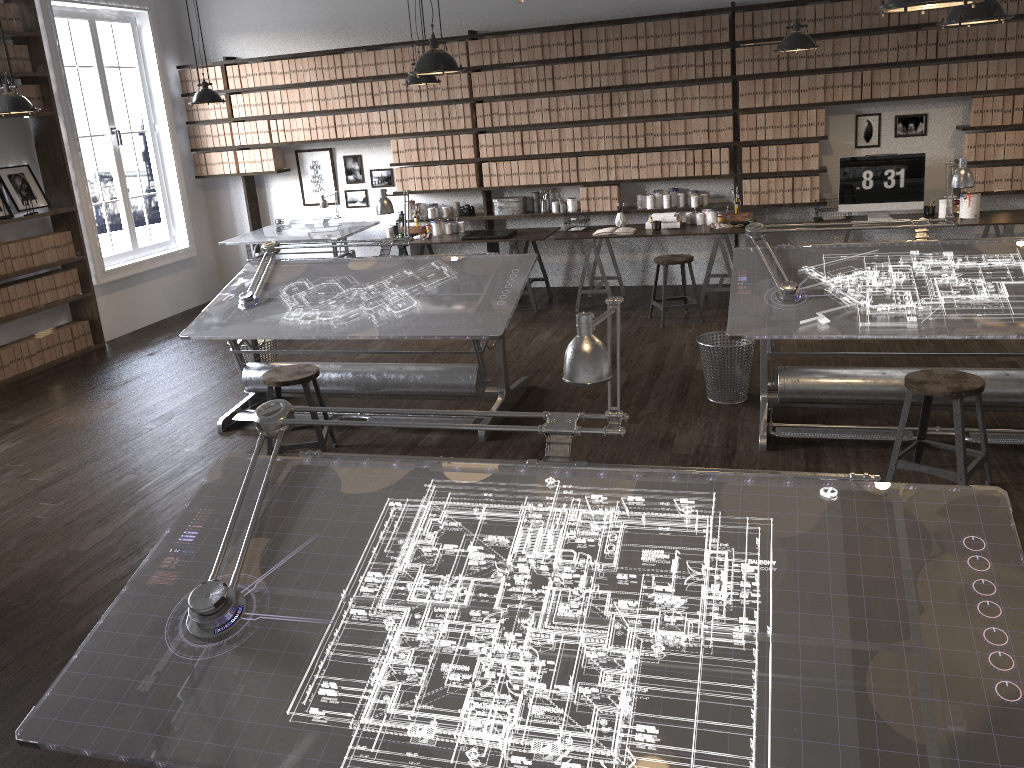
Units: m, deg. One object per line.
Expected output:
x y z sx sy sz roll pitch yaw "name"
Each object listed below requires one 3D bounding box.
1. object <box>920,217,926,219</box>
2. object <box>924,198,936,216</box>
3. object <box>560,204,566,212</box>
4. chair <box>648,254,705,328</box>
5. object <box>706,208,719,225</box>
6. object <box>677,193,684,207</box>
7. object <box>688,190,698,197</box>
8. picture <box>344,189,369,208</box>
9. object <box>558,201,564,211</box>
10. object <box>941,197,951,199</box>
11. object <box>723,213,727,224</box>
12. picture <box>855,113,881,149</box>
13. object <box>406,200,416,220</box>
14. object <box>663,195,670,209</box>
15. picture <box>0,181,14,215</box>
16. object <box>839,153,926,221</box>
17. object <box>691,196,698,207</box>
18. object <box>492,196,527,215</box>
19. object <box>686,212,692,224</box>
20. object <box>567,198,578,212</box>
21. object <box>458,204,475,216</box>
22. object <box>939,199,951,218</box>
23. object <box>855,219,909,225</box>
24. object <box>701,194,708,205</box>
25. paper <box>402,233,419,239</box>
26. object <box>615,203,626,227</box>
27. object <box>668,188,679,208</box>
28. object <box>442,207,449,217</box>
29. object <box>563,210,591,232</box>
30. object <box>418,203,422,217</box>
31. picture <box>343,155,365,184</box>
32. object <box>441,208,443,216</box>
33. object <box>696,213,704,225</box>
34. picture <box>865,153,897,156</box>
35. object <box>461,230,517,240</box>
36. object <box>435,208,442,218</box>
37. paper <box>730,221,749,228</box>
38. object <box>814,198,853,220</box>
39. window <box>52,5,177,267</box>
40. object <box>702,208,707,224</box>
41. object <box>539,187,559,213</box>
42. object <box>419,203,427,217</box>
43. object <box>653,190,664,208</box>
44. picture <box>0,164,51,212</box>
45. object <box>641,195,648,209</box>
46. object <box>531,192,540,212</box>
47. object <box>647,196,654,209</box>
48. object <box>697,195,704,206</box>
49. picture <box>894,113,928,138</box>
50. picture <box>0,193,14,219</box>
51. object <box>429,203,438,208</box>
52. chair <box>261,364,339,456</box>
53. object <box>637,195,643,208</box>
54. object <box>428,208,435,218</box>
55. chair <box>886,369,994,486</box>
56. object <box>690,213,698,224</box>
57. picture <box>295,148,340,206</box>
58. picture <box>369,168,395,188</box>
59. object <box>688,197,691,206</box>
3.245 -1.297 6.989 0.059 0.028 0.108 0 18 14 "object"
3.416 -1.446 7.237 0.096 0.140 0.093 -6 16 -3 "object"
0.504 -1.663 8.303 0.062 0.092 0.183 5 20 30 "object"
1.321 -0.765 7.189 0.372 0.521 0.363 -7 16 -9 "chair"
1.738 -1.448 7.667 0.105 0.140 0.105 3 18 24 "object"
1.519 -1.654 7.967 0.062 0.118 0.062 -9 16 -13 "object"
1.640 -1.682 8.014 0.094 0.128 0.096 -3 16 5 "object"
-1.583 -1.890 9.026 0.251 0.181 0.023 1 16 17 "picture"
0.467 -1.672 8.330 0.063 0.092 0.064 -11 17 -19 "object"
3.513 -1.429 7.154 0.097 0.141 0.097 6 19 33 "object"
1.835 -1.431 7.670 0.060 0.087 0.060 2 17 21 "object"
3.025 -2.152 7.529 0.201 0.281 0.022 0 16 16 "picture"
-0.994 -1.703 8.671 0.106 0.174 0.109 1 17 19 "object"
1.387 -1.634 7.938 0.062 0.118 0.062 -9 16 -13 "object"
-4.207 -1.479 7.047 0.095 0.356 0.440 0 17 17 "picture"
3.010 -1.608 7.232 0.643 0.511 0.207 1 16 17 "object"
1.622 -1.618 7.861 0.062 0.094 0.062 -18 21 -39 "object"
-0.016 -1.699 8.442 0.317 0.150 0.195 1 18 16 "object"
1.567 -1.467 7.830 0.062 0.093 0.062 -14 19 -30 "object"
0.560 -1.665 8.242 0.095 0.126 0.095 2 18 23 "object"
-0.445 -1.673 8.540 0.171 0.107 0.092 1 17 17 "object"
3.457 -1.397 7.066 0.095 0.142 0.095 10 22 42 "object"
2.945 -1.290 7.069 0.439 0.017 0.120 -1 18 12 "object"
1.725 -1.653 7.945 0.062 0.094 0.062 -18 21 -39 "object"
-0.964 -1.388 8.333 0.155 0.038 0.139 -4 18 3 "paper"
0.977 -1.524 7.987 0.102 0.206 0.102 -13 18 -26 "object"
1.458 -1.681 8.014 0.094 0.159 0.208 1 18 18 "object"
-0.649 -1.672 8.617 0.062 0.093 0.062 -4 16 3 "object"
0.589 -1.467 7.987 0.203 0.159 0.288 0 18 17 "object"
-0.906 -1.728 8.785 0.072 0.127 0.072 -12 17 -24 "object"
-1.597 -2.168 8.948 0.201 0.281 0.022 0 16 16 "picture"
-0.688 -1.683 8.695 0.054 0.079 0.054 11 22 43 "object"
1.638 -1.437 7.716 0.062 0.093 0.062 -11 17 -22 "object"
3.151 -1.872 7.573 0.251 0.181 0.023 1 16 17 "picture"
-0.205 -1.350 8.033 0.445 0.033 0.316 1 19 17 "object"
-0.716 -1.666 8.615 0.062 0.092 0.064 -4 16 3 "object"
1.902 -1.345 7.463 0.155 0.038 0.139 6 21 31 "paper"
2.698 -1.465 7.438 0.284 0.159 0.206 -2 17 9 "object"
-3.727 -2.288 8.276 0.153 2.279 1.261 0 17 17 "window"
1.722 -1.478 7.781 0.095 0.126 0.095 -1 17 13 "object"
0.341 -1.753 8.326 0.181 0.268 0.158 -4 16 2 "object"
-0.873 -1.709 8.714 0.070 0.129 0.070 -15 19 -33 "object"
1.332 -1.679 8.041 0.095 0.160 0.095 -1 16 13 "object"
-4.075 -1.635 7.384 0.161 0.359 0.348 0 17 17 "picture"
1.207 -1.649 8.033 0.063 0.116 0.063 -14 18 -30 "object"
0.231 -1.734 8.452 0.079 0.186 0.080 -6 16 -3 "object"
1.247 -1.635 7.977 0.062 0.118 0.062 -11 17 -22 "object"
1.675 -1.634 7.898 0.063 0.093 0.063 -18 21 -39 "object"
3.343 -2.166 7.425 0.251 0.181 0.023 1 16 17 "picture"
-4.162 -1.450 7.055 0.127 0.286 0.293 0 17 17 "picture"
-0.769 -1.710 8.724 0.095 0.126 0.095 -19 21 -40 "object"
-1.182 0.187 4.878 0.358 0.521 0.376 -6 16 -4 "chair"
1.176 -1.665 8.091 0.062 0.118 0.062 -14 18 -30 "object"
-0.786 -1.662 8.621 0.062 0.093 0.062 -4 16 3 "object"
1.912 0.231 3.946 0.373 0.521 0.361 11 23 44 "chair"
1.598 -1.451 7.773 0.063 0.092 0.063 -14 19 -30 "object"
-1.994 -2.116 9.075 0.415 0.567 0.040 0 16 17 "picture"
-1.304 -2.067 8.887 0.251 0.181 0.023 1 16 17 "picture"
1.604 -1.633 7.946 0.054 0.080 0.055 -3 16 8 "object"
